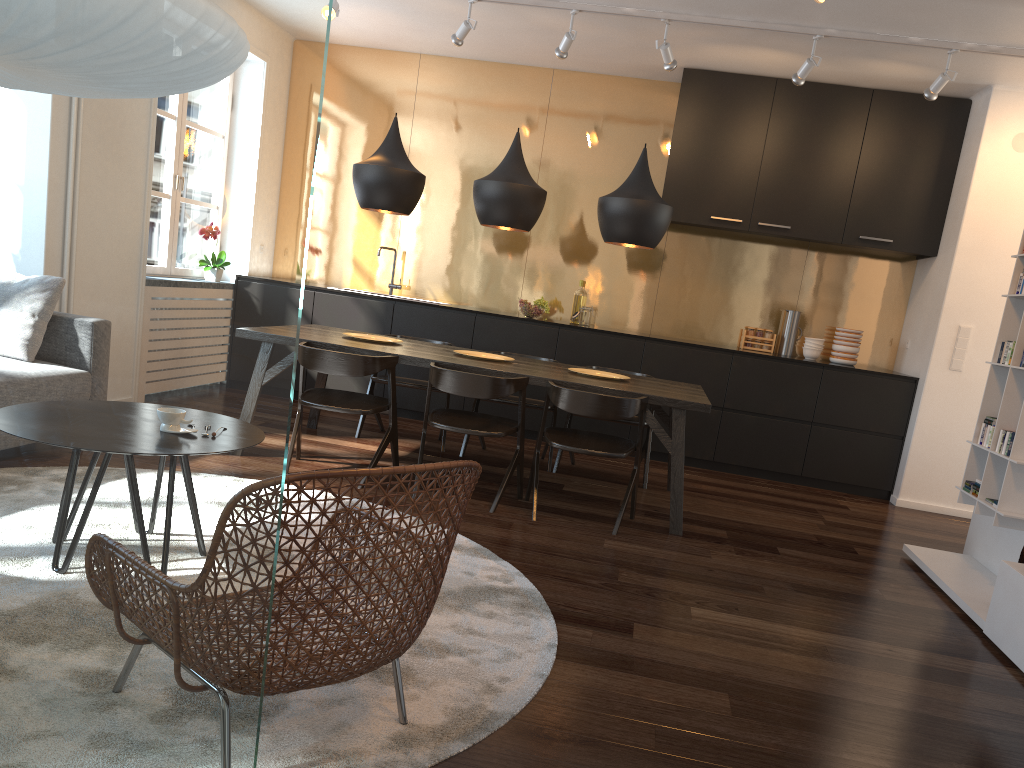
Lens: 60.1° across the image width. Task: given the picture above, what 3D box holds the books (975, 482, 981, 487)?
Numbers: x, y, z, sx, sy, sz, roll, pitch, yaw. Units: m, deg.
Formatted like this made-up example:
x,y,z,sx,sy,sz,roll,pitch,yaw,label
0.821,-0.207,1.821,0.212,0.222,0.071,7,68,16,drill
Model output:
x,y,z,sx,sy,sz,roll,pitch,yaw,label
2.254,0.486,4.203,0.069,0.014,0.091,9,6,8,books

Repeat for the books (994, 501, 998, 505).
x,y,z,sx,sy,sz,roll,pitch,yaw,label
2.219,0.546,3.979,0.069,0.014,0.092,10,7,13,books

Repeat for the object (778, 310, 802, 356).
x,y,z,sx,sy,sz,roll,pitch,yaw,label
2.138,-0.387,6.761,0.164,0.344,0.113,10,10,11,object

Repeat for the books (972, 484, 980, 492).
x,y,z,sx,sy,sz,roll,pitch,yaw,label
2.250,0.504,4.215,0.069,0.023,0.106,9,7,8,books

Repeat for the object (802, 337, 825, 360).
x,y,z,sx,sy,sz,roll,pitch,yaw,label
2.279,-0.268,6.700,0.156,0.162,0.154,14,10,36,object

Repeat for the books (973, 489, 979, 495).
x,y,z,sx,sy,sz,roll,pitch,yaw,label
2.248,0.523,4.211,0.069,0.014,0.091,9,6,8,books

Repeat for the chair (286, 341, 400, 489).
x,y,z,sx,sy,sz,roll,pitch,yaw,label
-0.886,0.149,4.623,0.592,0.679,0.514,9,9,7,chair

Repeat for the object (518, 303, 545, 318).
x,y,z,sx,sy,sz,roll,pitch,yaw,label
0.148,-0.551,6.716,0.219,0.098,0.216,4,8,-34,object

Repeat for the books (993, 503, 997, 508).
x,y,z,sx,sy,sz,roll,pitch,yaw,label
2.221,0.560,3.985,0.069,0.014,0.091,9,6,8,books

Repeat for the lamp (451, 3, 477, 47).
x,y,z,sx,sy,sz,roll,pitch,yaw,label
-0.273,-2.209,5.438,0.085,0.242,0.248,0,12,-41,lamp

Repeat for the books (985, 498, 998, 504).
x,y,z,sx,sy,sz,roll,pitch,yaw,label
2.261,0.553,4.094,0.093,0.012,0.110,9,6,8,books

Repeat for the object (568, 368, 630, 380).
x,y,z,sx,sy,sz,roll,pitch,yaw,label
0.491,-0.052,4.991,0.355,0.017,0.353,10,6,11,object

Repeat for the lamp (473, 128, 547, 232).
x,y,z,sx,sy,sz,roll,pitch,yaw,label
-0.002,-1.135,4.890,0.411,0.548,0.405,6,9,-15,lamp

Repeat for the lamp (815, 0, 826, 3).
x,y,z,sx,sy,sz,roll,pitch,yaw,label
1.448,-1.781,3.873,0.251,0.243,0.084,7,10,-10,lamp

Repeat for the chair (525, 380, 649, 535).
x,y,z,sx,sy,sz,roll,pitch,yaw,label
0.380,0.354,4.456,0.592,0.679,0.514,9,9,6,chair

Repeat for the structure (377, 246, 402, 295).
x,y,z,sx,sy,sz,roll,pitch,yaw,label
-0.978,-0.894,7.077,0.109,0.390,0.264,13,10,24,structure

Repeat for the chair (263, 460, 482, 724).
x,y,z,sx,sy,sz,roll,pitch,yaw,label
-0.517,0.455,2.074,0.678,0.718,0.717,15,11,40,chair

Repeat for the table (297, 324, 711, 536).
x,y,z,sx,sy,sz,roll,pitch,yaw,label
-0.201,0.191,5.104,2.496,0.688,1.096,9,7,8,table

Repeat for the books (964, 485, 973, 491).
x,y,z,sx,sy,sz,roll,pitch,yaw,label
2.268,0.512,4.331,0.069,0.014,0.091,9,6,8,books

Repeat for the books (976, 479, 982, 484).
x,y,z,sx,sy,sz,roll,pitch,yaw,label
2.257,0.472,4.201,0.069,0.014,0.091,9,6,8,books

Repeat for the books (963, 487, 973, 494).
x,y,z,sx,sy,sz,roll,pitch,yaw,label
2.265,0.526,4.333,0.074,0.015,0.097,9,6,8,books

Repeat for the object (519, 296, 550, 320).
x,y,z,sx,sy,sz,roll,pitch,yaw,label
0.163,-0.586,6.695,0.239,0.175,0.175,7,8,-7,object

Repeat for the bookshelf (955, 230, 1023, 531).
x,y,z,sx,sy,sz,roll,pitch,yaw,label
2.443,-0.393,3.977,0.226,2.100,0.632,10,10,8,bookshelf

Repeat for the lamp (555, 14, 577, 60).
x,y,z,sx,sy,sz,roll,pitch,yaw,label
0.353,-2.107,5.361,0.085,0.243,0.247,4,10,-25,lamp

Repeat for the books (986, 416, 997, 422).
x,y,z,sx,sy,sz,roll,pitch,yaw,label
2.350,0.175,4.257,0.093,0.012,0.110,9,6,8,books

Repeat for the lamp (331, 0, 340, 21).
x,y,z,sx,sy,sz,roll,pitch,yaw,label
-1.101,-2.327,5.409,0.085,0.243,0.247,7,8,-5,lamp

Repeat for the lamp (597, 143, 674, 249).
x,y,z,sx,sy,sz,roll,pitch,yaw,label
0.680,-1.024,4.797,0.411,0.548,0.405,2,11,-34,lamp

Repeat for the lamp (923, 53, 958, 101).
x,y,z,sx,sy,sz,roll,pitch,yaw,label
2.483,-1.762,5.074,0.085,0.243,0.247,5,9,-16,lamp

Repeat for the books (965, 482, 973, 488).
x,y,z,sx,sy,sz,roll,pitch,yaw,label
2.269,0.499,4.330,0.069,0.015,0.091,9,6,8,books

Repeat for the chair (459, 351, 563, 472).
x,y,z,sx,sy,sz,roll,pitch,yaw,label
0.028,0.160,5.735,0.592,0.679,0.514,9,9,6,chair

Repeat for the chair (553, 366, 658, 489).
x,y,z,sx,sy,sz,roll,pitch,yaw,label
0.622,0.256,5.654,0.592,0.679,0.514,9,9,7,chair

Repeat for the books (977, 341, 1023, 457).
x,y,z,sx,sy,sz,roll,pitch,yaw,label
2.335,0.068,4.070,0.122,0.517,0.465,10,9,8,books

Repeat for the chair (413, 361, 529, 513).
x,y,z,sx,sy,sz,roll,pitch,yaw,label
-0.218,0.257,4.537,0.592,0.679,0.514,10,9,9,chair

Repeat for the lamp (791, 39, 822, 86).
x,y,z,sx,sy,sz,roll,pitch,yaw,label
1.748,-1.881,5.172,0.085,0.243,0.247,5,9,-21,lamp

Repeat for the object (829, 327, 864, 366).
x,y,z,sx,sy,sz,roll,pitch,yaw,label
2.508,-0.280,6.638,0.198,0.267,0.195,6,9,-17,object

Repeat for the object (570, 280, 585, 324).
x,y,z,sx,sy,sz,roll,pitch,yaw,label
0.526,-0.650,6.991,0.092,0.343,0.090,4,11,-24,object

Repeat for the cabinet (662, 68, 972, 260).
x,y,z,sx,sy,sz,roll,pitch,yaw,label
2.132,-1.584,6.443,1.952,1.063,0.526,9,10,8,cabinet

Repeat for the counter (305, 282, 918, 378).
x,y,z,sx,sy,sz,roll,pitch,yaw,label
0.408,-0.472,6.805,5.051,0.002,0.725,9,6,8,counter

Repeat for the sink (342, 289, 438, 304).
x,y,z,sx,sy,sz,roll,pitch,yaw,label
0.276,-0.511,6.778,3.409,0.247,0.477,9,7,6,sink

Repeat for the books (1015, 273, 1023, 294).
x,y,z,sx,sy,sz,roll,pitch,yaw,label
2.415,-0.450,3.972,0.122,0.114,0.463,10,7,8,books

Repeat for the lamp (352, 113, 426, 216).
x,y,z,sx,sy,sz,roll,pitch,yaw,label
-0.683,-1.246,4.983,0.406,0.548,0.410,16,12,41,lamp

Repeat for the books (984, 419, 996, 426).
x,y,z,sx,sy,sz,roll,pitch,yaw,label
2.331,0.189,4.263,0.069,0.023,0.106,9,7,8,books

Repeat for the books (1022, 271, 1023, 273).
x,y,z,sx,sy,sz,roll,pitch,yaw,label
2.456,-0.517,4.130,0.093,0.012,0.110,9,6,8,books

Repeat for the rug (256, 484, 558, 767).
x,y,z,sx,sy,sz,roll,pitch,yaw,label
-1.258,0.622,2.914,2.842,0.012,2.802,7,6,-12,rug

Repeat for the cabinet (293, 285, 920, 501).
x,y,z,sx,sy,sz,roll,pitch,yaw,label
0.344,-0.029,6.886,5.054,0.912,0.725,9,9,8,cabinet

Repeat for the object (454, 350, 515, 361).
x,y,z,sx,sy,sz,roll,pitch,yaw,label
-0.161,-0.158,5.080,0.356,0.017,0.351,7,6,-11,object

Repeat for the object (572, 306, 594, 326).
x,y,z,sx,sy,sz,roll,pitch,yaw,label
0.554,-0.534,6.843,0.177,0.153,0.087,6,10,-15,object

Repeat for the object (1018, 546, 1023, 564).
x,y,z,sx,sy,sz,roll,pitch,yaw,label
2.165,0.803,3.723,0.121,0.355,0.210,10,9,8,object

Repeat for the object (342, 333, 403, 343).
x,y,z,sx,sy,sz,roll,pitch,yaw,label
-0.814,-0.264,5.169,0.355,0.017,0.353,10,6,11,object

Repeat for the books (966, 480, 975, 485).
x,y,z,sx,sy,sz,roll,pitch,yaw,label
2.271,0.489,4.323,0.069,0.009,0.106,9,6,8,books

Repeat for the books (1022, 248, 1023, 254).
x,y,z,sx,sy,sz,roll,pitch,yaw,label
2.455,-0.650,4.120,0.096,0.105,0.100,10,8,8,books

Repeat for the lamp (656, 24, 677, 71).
x,y,z,sx,sy,sz,roll,pitch,yaw,label
1.335,-1.209,6.011,0.088,1.870,1.832,18,12,42,lamp

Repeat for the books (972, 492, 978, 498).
x,y,z,sx,sy,sz,roll,pitch,yaw,label
2.250,0.538,4.220,0.069,0.017,0.106,9,6,8,books

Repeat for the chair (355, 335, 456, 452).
x,y,z,sx,sy,sz,roll,pitch,yaw,label
-0.662,0.045,5.858,0.592,0.679,0.514,9,9,4,chair
